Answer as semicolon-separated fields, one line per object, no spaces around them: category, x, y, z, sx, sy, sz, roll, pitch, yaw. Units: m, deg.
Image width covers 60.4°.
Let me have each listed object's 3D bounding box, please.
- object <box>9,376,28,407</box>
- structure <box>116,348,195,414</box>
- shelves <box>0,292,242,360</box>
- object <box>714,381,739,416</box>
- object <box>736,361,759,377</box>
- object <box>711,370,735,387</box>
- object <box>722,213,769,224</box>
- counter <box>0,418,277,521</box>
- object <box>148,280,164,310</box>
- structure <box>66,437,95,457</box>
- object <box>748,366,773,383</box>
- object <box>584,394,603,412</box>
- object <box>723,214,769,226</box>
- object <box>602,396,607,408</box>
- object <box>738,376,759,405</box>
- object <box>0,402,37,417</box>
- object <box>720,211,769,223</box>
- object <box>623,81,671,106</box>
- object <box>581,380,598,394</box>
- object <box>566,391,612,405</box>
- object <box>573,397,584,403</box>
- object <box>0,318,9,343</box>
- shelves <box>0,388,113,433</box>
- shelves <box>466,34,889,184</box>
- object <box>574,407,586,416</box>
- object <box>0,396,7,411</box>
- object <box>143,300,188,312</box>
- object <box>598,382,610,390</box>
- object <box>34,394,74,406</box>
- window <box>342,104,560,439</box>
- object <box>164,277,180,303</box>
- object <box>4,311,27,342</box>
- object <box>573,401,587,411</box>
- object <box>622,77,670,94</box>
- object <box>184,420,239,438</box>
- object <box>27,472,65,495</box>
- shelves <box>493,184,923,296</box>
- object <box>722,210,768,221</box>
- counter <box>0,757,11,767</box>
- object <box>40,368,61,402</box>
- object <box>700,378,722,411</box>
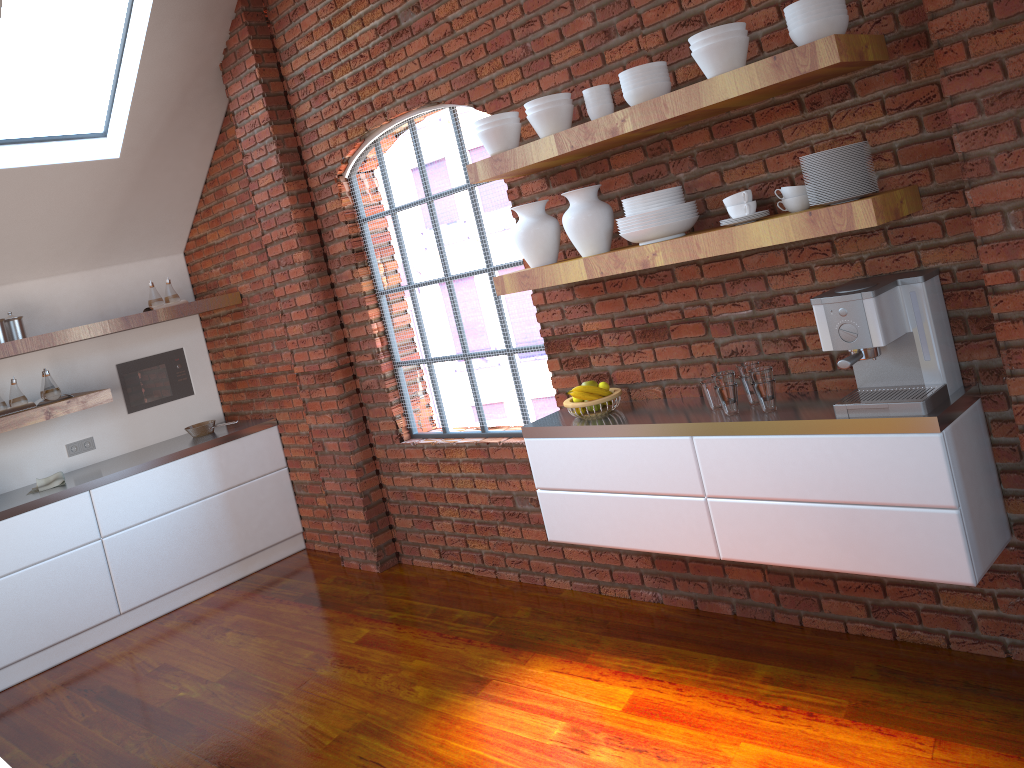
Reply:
object;-2.779;0.051;4.933;0.093;0.191;0.093;-13;3;0
structure;-2.368;-0.026;5.862;0.465;0.333;0.013;-19;5;-43
shelves;-2.650;-0.271;5.193;0.648;0.076;2.015;-5;12;46
object;0.720;0.051;2.922;0.078;0.103;0.077;-14;4;-13
object;0.810;-0.019;2.986;0.078;0.103;0.077;-14;4;-13
object;0.711;0.014;2.921;0.078;0.103;0.077;-14;4;-13
object;0.736;-0.517;2.777;0.153;0.012;0.156;-12;9;7
counter;-2.436;0.529;5.197;0.708;0.044;2.021;-5;12;46
object;-2.253;-0.561;5.537;0.094;0.190;0.092;-15;3;-31
structure;-2.692;0.392;5.484;0.163;0.080;0.032;-20;6;-43
object;0.814;0.001;2.845;0.079;0.103;0.077;-16;5;-31
object;0.318;0.073;3.428;0.078;0.065;0.076;-14;6;-10
object;0.737;-0.513;2.778;0.153;0.012;0.156;-12;9;7
object;0.350;0.061;3.488;0.071;0.069;0.068;-17;6;-34
object;0.819;0.018;2.987;0.078;0.103;0.077;-14;4;-13
object;-2.797;0.146;4.895;0.193;0.032;0.228;-5;12;44
object;0.735;-0.521;2.777;0.153;0.012;0.156;-12;9;7
object;0.465;-0.972;2.987;0.164;0.060;0.169;-7;10;40
object;0.309;0.017;3.474;0.070;0.061;0.068;-16;6;-27
object;0.306;0.059;3.390;0.177;0.094;0.064;-14;4;-7
object;0.260;0.051;3.445;0.044;0.053;0.052;-10;6;35
object;-2.847;-0.301;4.837;0.127;0.177;0.129;-10;5;42
shelves;-2.877;0.224;4.885;0.648;0.076;1.086;-5;12;46
shelves;0.469;-0.910;3.037;1.521;0.076;0.343;-4;12;46
object;0.264;0.101;3.436;0.046;0.046;0.055;-14;6;-10
object;-2.852;0.079;4.854;0.094;0.190;0.092;-15;3;-31
object;-2.197;-0.494;5.578;0.193;0.032;0.228;-5;12;44
object;0.361;0.014;3.461;0.047;0.046;0.055;-14;6;-2
object;-2.656;0.084;5.081;0.198;0.032;0.222;-19;10;-33
window;3.570;-1.111;3.553;17.238;9.867;3.693;-8;5;36
object;-2.180;-0.589;5.615;0.093;0.191;0.093;-13;3;0
object;-2.855;-0.329;5.033;0.127;0.177;0.129;-10;5;42
object;0.280;0.072;3.491;0.073;0.075;0.074;-11;5;22
object;0.461;-0.989;2.987;0.164;0.060;0.169;-7;10;40
object;-1.932;0.284;5.626;0.345;0.074;0.198;-9;9;27
object;-2.633;0.554;4.974;0.206;0.061;0.195;-16;8;-21
shelves;0.573;-0.471;3.050;1.521;0.076;0.343;-4;12;46
object;0.734;-0.526;2.777;0.153;0.012;0.156;-12;9;7
counter;-1.374;0.874;1.342;3.113;0.129;1.043;-4;12;46
object;-2.676;0.004;5.079;0.095;0.192;0.200;-15;5;-34
object;0.701;0.038;3.050;0.077;0.103;0.079;-12;4;17
